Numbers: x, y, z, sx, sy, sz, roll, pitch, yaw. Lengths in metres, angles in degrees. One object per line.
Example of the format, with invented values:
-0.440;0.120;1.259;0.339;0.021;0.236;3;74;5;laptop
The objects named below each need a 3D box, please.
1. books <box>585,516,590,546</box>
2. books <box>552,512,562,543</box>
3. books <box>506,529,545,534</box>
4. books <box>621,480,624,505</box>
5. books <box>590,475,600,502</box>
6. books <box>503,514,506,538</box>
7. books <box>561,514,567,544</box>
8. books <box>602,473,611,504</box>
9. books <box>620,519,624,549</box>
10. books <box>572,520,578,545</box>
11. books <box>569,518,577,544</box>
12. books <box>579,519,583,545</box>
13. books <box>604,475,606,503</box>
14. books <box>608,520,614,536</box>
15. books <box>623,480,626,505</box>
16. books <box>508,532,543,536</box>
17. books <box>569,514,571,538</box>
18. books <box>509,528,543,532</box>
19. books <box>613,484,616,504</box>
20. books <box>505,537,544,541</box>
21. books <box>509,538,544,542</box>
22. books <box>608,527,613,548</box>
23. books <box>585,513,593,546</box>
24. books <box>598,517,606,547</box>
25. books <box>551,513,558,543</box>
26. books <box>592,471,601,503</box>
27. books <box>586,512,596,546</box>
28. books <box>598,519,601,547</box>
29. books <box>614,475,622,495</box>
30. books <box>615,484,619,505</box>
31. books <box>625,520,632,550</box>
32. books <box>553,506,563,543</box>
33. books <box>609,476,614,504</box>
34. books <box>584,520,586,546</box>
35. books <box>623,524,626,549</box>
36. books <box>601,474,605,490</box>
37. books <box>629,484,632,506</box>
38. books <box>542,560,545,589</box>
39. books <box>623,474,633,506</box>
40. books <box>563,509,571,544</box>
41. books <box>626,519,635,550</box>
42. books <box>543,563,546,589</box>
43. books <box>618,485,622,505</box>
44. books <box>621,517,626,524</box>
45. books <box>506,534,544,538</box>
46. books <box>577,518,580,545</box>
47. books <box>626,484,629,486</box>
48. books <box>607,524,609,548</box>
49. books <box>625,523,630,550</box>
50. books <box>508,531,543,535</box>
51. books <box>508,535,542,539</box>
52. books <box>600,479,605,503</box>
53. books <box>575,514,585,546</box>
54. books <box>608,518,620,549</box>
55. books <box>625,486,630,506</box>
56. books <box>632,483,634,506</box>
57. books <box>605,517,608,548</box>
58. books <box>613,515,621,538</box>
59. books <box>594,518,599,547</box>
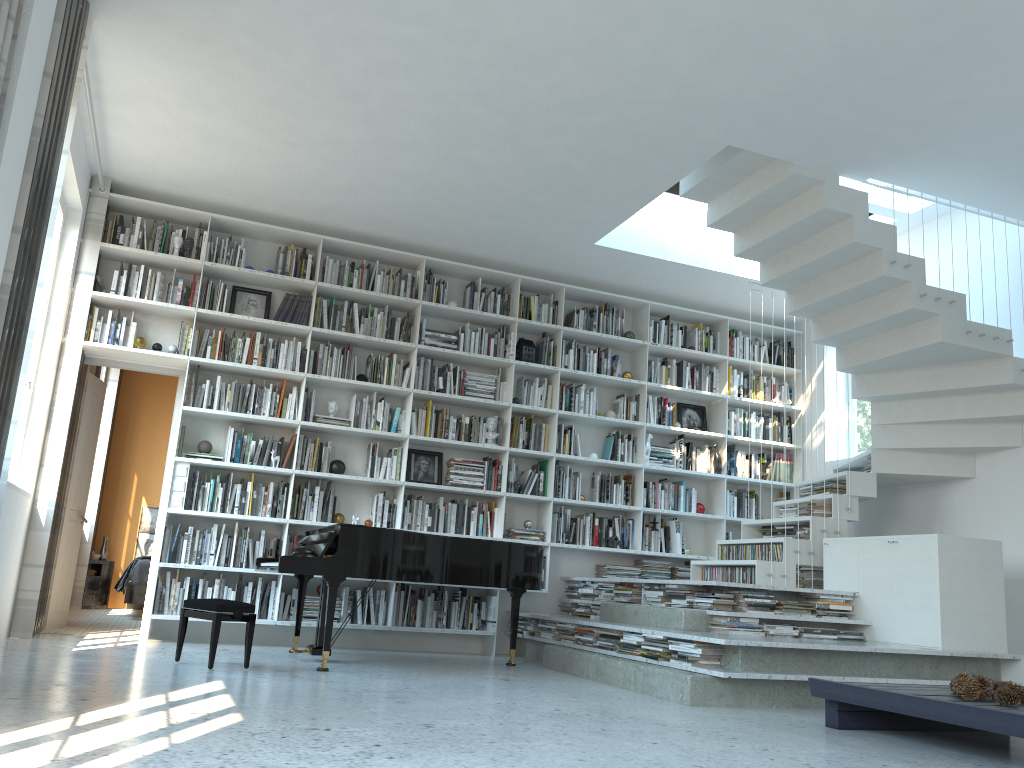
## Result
0.609;1.260;7.552;0.025;0.252;0.181;9;-13;-20;books
0.365;1.215;7.453;0.023;0.261;0.187;9;-13;-20;books
0.108;1.219;7.312;0.285;0.012;0.160;8;-14;-16;books
0.923;0.960;7.736;0.018;0.229;0.182;9;-13;-20;books
0.717;0.920;7.676;0.019;0.251;0.130;9;-13;-20;books
-0.093;1.177;7.310;0.030;0.210;0.136;9;-13;-20;books
0.408;1.225;7.470;0.023;0.256;0.178;9;-13;-20;books
0.813;0.920;7.719;0.007;0.284;0.160;9;-13;-20;books
0.919;1.305;7.682;0.021;0.264;0.150;9;-13;-20;books
0.515;1.265;7.522;0.011;0.216;0.176;9;-13;-20;books
0.480;1.252;7.509;0.065;0.231;0.162;9;-13;-20;books
0.556;1.267;7.544;0.024;0.227;0.160;9;-13;-20;books
0.773;0.925;7.695;0.008;0.258;0.159;8;-13;-20;books
0.830;1.298;7.642;0.012;0.248;0.165;9;-13;-20;books
0.951;0.966;7.760;0.021;0.231;0.155;9;-13;-20;books
0.106;1.243;7.309;0.254;0.012;0.161;8;-13;-15;books
0.449;1.223;7.496;0.010;0.276;0.174;9;-13;-20;books
0.111;1.206;7.308;0.254;0.012;0.161;7;-13;-11;books
0.848;0.969;7.695;0.018;0.182;0.182;9;-13;-20;books
0.103;1.278;7.301;0.285;0.012;0.160;8;-13;-15;books
0.104;1.289;7.294;0.285;0.012;0.160;8;-14;-17;books
0.812;1.328;7.627;0.025;0.180;0.169;9;-13;-20;books
0.644;1.254;7.587;0.012;0.284;0.160;9;-13;-20;books
0.748;1.277;7.608;0.026;0.262;0.173;9;-13;-20;books
0.341;1.220;7.464;0.012;0.253;0.161;9;-13;-20;books
0.730;0.907;7.697;0.016;0.289;0.132;9;-13;-20;books
0.663;1.248;7.572;0.012;0.292;0.175;9;-13;-20;books
0.720;1.287;7.613;0.021;0.242;0.131;9;-13;-20;books
0.913;0.936;7.737;0.006;0.273;0.173;8;-13;-20;books
0.883;0.971;7.720;0.015;0.194;0.176;9;-13;-20;books
0.991;1.317;7.696;0.026;0.257;0.157;9;-13;-20;books
0.381;1.192;7.465;0.010;0.315;0.187;9;-13;-20;books
0.833;0.933;7.696;0.018;0.250;0.184;9;-13;-20;books
0.585;1.276;7.557;0.012;0.221;0.153;9;-13;-20;books
0.938;1.327;7.672;0.013;0.219;0.168;9;-13;-20;books
0.762;0.922;7.692;0.015;0.261;0.150;9;-13;-20;books
0.999;0.985;7.766;0.013;0.203;0.159;9;-13;-20;books
0.226;1.557;7.251;0.013;0.232;0.149;9;-13;-20;books
1.014;0.941;7.773;0.007;0.294;0.162;8;-13;-20;books
0.434;1.210;7.482;0.030;0.293;0.189;9;-13;-20;books
1.015;1.313;7.707;0.025;0.272;0.171;9;-13;-20;books
0.232;1.574;7.263;0.012;0.205;0.161;9;-13;-20;books
0.900;0.978;7.720;0.019;0.182;0.191;9;-13;-20;books
0.943;1.303;7.706;0.012;0.281;0.143;9;-13;-20;books
0.106;1.254;7.302;0.285;0.012;0.160;8;-14;-17;books
0.531;1.261;7.540;0.029;0.234;0.142;9;-13;-20;books
0.982;0.984;7.770;0.016;0.204;0.141;9;-13;-20;books
0.789;1.311;7.628;0.022;0.210;0.136;9;-13;-20;books
0.969;1.327;7.678;0.025;0.227;0.176;9;-13;-20;books
0.110;1.229;7.301;0.254;0.012;0.161;9;-14;-20;books
0.105;1.266;7.301;0.254;0.012;0.161;7;-13;-14;books
0.752;0.940;7.669;0.016;0.215;0.178;9;-13;-20;books
0.576;1.250;7.553;0.014;0.267;0.172;9;-13;-20;books
0.869;1.294;7.653;0.070;0.266;0.186;9;-13;-20;books
0.976;0.989;7.737;0.016;0.180;0.189;9;-13;-20;books
1.034;0.984;7.797;0.009;0.223;0.146;9;-13;-20;books
0.769;1.282;7.624;0.026;0.262;0.170;9;-13;-20;books
0.905;1.288;7.678;0.013;0.293;0.135;9;-13;-20;books
0.680;1.275;7.577;0.031;0.243;0.185;9;-13;-20;books
